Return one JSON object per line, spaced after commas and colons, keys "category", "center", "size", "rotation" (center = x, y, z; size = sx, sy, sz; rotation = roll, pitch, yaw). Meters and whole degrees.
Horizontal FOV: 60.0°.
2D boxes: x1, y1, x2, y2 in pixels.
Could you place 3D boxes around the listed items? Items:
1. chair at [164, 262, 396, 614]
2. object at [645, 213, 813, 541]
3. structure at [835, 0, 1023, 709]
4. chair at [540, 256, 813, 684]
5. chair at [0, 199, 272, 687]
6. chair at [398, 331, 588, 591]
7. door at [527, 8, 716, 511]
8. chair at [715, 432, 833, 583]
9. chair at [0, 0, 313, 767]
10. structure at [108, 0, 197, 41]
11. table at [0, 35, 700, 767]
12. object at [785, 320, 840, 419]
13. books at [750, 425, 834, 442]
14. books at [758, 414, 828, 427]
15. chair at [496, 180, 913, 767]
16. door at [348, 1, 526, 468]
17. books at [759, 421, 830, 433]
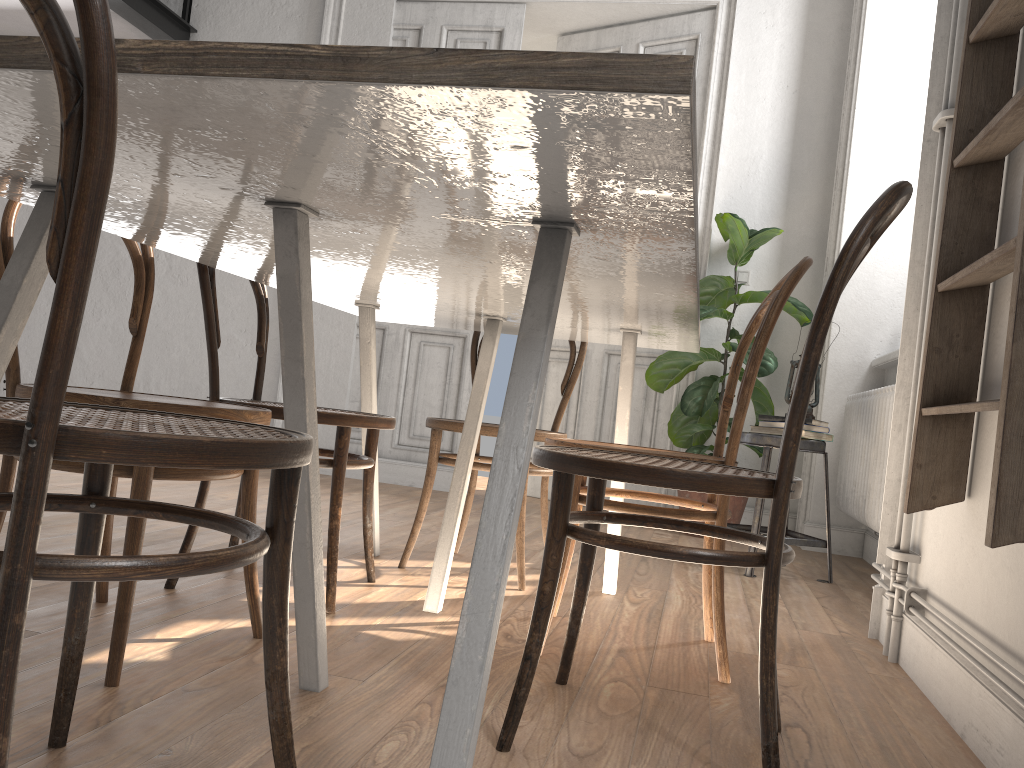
{"category": "chair", "center": [-0.562, 0.045, 2.230], "size": [0.549, 0.920, 0.438], "rotation": [7, -1, 8]}
{"category": "object", "center": [0.301, -0.328, 1.931], "size": [0.792, 1.842, 5.830], "rotation": [6, -2, 17]}
{"category": "structure", "center": [1.217, -1.551, 1.657], "size": [0.340, 4.473, 5.184], "rotation": [6, -1, 12]}
{"category": "chair", "center": [0.349, 0.146, 2.023], "size": [0.549, 0.920, 0.438], "rotation": [6, -1, 10]}
{"category": "chair", "center": [-0.719, 0.010, 1.666], "size": [0.549, 0.920, 0.438], "rotation": [6, -1, 23]}
{"category": "chair", "center": [-0.026, 0.123, 2.791], "size": [0.437, 0.920, 0.549], "rotation": [6, -1, 21]}
{"category": "door", "center": [0.554, -0.701, 5.103], "size": [1.096, 2.814, 0.216], "rotation": [6, -1, 37]}
{"category": "chair", "center": [1.014, 0.462, 3.435], "size": [0.360, 0.522, 0.364], "rotation": [7, -1, -14]}
{"category": "chair", "center": [-0.455, 0.020, 0.892], "size": [0.437, 0.920, 0.549], "rotation": [6, -1, 25]}
{"category": "structure", "center": [-4.524, -3.012, 3.027], "size": [4.157, 1.213, 5.929], "rotation": [6, -2, 12]}
{"category": "table", "center": [-0.215, 0.144, 1.831], "size": [1.100, 0.779, 2.201], "rotation": [6, -2, 12]}
{"category": "object", "center": [1.131, -0.056, 3.391], "size": [0.154, 0.383, 0.163], "rotation": [7, -1, -14]}
{"category": "books", "center": [1.075, 0.191, 3.417], "size": [0.194, 0.034, 0.246], "rotation": [8, -2, -37]}
{"category": "books", "center": [1.081, 0.143, 3.404], "size": [0.221, 0.027, 0.147], "rotation": [5, -2, 44]}
{"category": "chair", "center": [0.306, 0.125, 1.447], "size": [0.549, 0.920, 0.438], "rotation": [6, -1, 19]}
{"category": "door", "center": [-0.610, -0.836, 5.187], "size": [1.096, 2.814, 0.216], "rotation": [6, -1, 14]}
{"category": "books", "center": [1.078, 0.165, 3.405], "size": [0.163, 0.029, 0.232], "rotation": [7, -2, -17]}
